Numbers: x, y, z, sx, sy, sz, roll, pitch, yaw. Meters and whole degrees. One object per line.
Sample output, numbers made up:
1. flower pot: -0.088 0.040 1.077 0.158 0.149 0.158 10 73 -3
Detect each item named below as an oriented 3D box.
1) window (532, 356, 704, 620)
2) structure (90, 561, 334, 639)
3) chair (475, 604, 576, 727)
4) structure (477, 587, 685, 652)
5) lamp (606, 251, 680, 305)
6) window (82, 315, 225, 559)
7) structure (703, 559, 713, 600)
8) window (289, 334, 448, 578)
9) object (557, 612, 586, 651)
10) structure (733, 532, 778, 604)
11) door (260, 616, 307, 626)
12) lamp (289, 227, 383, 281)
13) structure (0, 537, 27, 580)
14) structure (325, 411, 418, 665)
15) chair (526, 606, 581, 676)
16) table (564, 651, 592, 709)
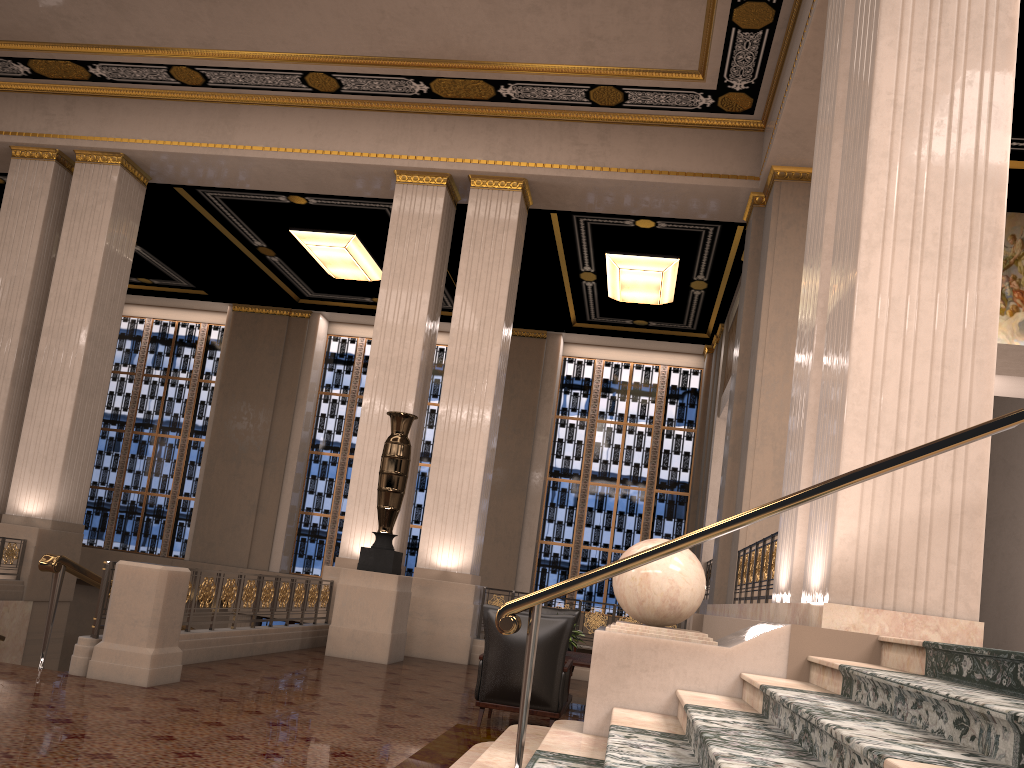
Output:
1. window: 2.203 2.142 18.379 2.982 5.285 0.070 6 -7 8
2. structure: -2.580 2.102 8.538 0.079 0.528 5.037 7 -13 8
3. chair: 0.101 2.032 6.304 0.646 0.832 0.731 6 -10 9
4. structure: 0.843 3.006 10.947 2.530 0.646 0.033 6 -7 8
5. lamp: 2.196 -1.737 14.995 1.165 0.211 2.058 5 -13 9
6. window: -8.005 1.153 19.874 2.982 5.285 0.070 6 -7 8
7. structure: 3.236 3.164 14.294 0.031 0.657 2.199 6 -13 9
8. window: -2.988 1.639 19.139 2.982 5.285 0.070 6 -7 8
9. object: 0.419 2.267 8.028 0.502 0.371 0.534 -2 -14 40
10. structure: 2.249 1.703 7.949 0.032 0.614 3.769 6 -13 9
11. door: -4.771 6.229 18.252 1.488 2.687 0.157 6 -7 8
12. lamp: -3.064 -2.247 15.766 1.165 0.211 2.058 5 -13 9
13. structure: -6.742 1.699 9.148 0.079 0.528 5.037 6 -13 10
14. structure: -1.457 1.705 9.993 0.699 2.750 0.711 6 -7 9
15. chair: 0.394 2.868 9.705 0.647 0.832 0.730 7 -10 4
16. table: 0.382 2.668 7.991 0.837 0.429 1.505 6 -13 9
